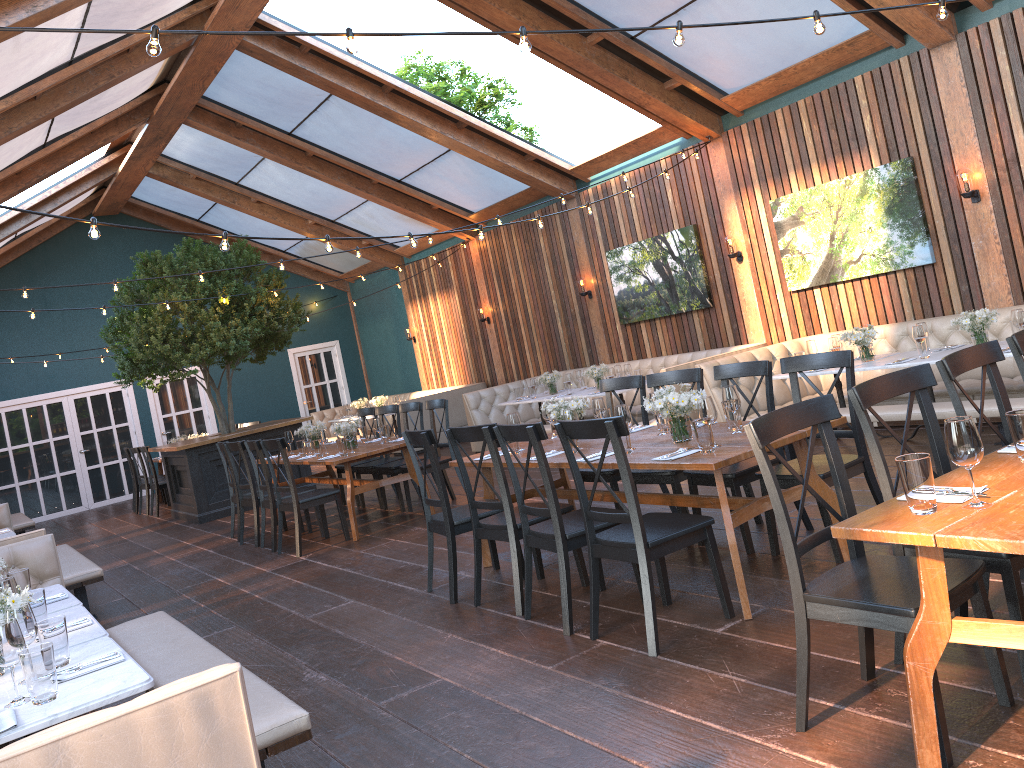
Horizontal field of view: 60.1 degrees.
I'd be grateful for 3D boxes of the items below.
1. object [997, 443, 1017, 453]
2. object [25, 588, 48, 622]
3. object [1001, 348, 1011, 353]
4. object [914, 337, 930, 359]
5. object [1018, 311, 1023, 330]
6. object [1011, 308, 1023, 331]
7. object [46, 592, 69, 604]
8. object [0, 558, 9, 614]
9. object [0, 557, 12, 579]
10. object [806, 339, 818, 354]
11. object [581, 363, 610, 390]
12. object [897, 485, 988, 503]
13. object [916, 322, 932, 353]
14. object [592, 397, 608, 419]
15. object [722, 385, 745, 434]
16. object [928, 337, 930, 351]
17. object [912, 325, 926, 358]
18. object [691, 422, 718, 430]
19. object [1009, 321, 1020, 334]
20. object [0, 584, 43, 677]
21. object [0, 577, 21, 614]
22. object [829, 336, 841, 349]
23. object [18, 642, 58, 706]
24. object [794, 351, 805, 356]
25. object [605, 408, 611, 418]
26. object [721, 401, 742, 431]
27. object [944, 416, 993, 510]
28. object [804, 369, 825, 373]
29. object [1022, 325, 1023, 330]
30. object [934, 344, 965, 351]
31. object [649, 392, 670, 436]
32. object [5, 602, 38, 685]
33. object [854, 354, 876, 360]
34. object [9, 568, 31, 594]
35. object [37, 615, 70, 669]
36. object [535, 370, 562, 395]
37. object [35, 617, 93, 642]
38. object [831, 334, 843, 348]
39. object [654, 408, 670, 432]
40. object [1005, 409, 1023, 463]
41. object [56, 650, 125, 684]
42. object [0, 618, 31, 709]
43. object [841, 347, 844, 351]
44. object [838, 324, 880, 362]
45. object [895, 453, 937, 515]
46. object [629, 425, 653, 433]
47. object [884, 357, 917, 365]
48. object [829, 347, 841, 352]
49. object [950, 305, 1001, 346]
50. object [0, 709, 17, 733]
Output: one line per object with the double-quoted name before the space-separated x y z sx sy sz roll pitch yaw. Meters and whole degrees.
"object" 1.750 0.201 2.903 0.158 0.019 0.253 -13 3 -33
"object" -1.931 0.919 3.585 0.091 0.158 0.092 -12 0 43
"object" 3.409 -0.238 6.097 0.256 0.019 0.156 -13 3 -33
"object" 3.091 -0.270 6.656 0.091 0.158 0.092 -12 0 43
"object" 3.549 -0.382 6.096 0.092 0.245 0.092 -12 -1 9
"object" 3.657 -0.417 6.366 0.092 0.245 0.092 -12 -1 9
"object" -2.220 1.023 4.147 0.256 0.019 0.156 -13 3 -33
"object" -2.406 0.947 4.152 0.092 0.245 0.092 -12 -1 15
"object" -2.329 0.915 3.793 0.330 0.310 0.335 -12 1 -11
"object" 2.593 -0.257 7.618 0.092 0.245 0.092 -12 -1 15
"object" 0.997 -0.087 10.284 0.337 0.310 0.328 -12 1 -16
"object" 1.271 0.316 2.577 0.158 0.019 0.253 -13 3 -33
"object" 3.255 -0.364 6.993 0.092 0.245 0.092 -12 -1 9
"object" 0.556 0.209 5.501 0.092 0.245 0.092 -12 -1 9
"object" 1.144 0.131 4.570 0.092 0.245 0.092 -12 -1 9
"object" 3.301 -0.335 7.095 0.091 0.158 0.092 -12 0 43
"object" 3.120 -0.325 6.759 0.092 0.245 0.092 -12 -1 9
"object" 1.042 0.243 5.084 0.256 0.019 0.156 -13 3 -33
"object" 3.702 -0.388 6.468 0.091 0.158 0.092 -12 0 43
"object" -1.802 0.843 3.008 0.334 0.310 0.331 -11 1 31
"object" -1.977 0.890 3.484 0.092 0.245 0.092 -12 -1 9
"object" 2.712 -0.272 7.409 0.092 0.245 0.092 -12 -1 15
"object" -1.384 0.853 2.599 0.091 0.158 0.092 -12 0 43
"object" 2.502 -0.196 7.655 0.091 0.158 0.092 -12 0 43
"object" 0.593 0.239 5.618 0.092 0.158 0.091 -12 0 -7
"object" 1.168 0.165 4.677 0.092 0.158 0.091 -12 0 -7
"object" 1.243 0.214 2.414 0.092 0.245 0.092 -12 -1 9
"object" 2.573 -0.128 7.410 0.256 0.019 0.156 -13 3 -33
"object" 3.520 -0.328 5.992 0.091 0.158 0.092 -12 0 43
"object" 3.440 -0.287 6.988 0.256 0.019 0.156 -13 3 -33
"object" 0.845 0.169 5.081 0.092 0.245 0.092 -12 -1 9
"object" -1.575 0.836 2.857 0.092 0.245 0.092 -12 -1 9
"object" 3.011 -0.231 7.656 0.256 0.019 0.156 -13 3 -33
"object" -2.360 0.976 4.254 0.091 0.158 0.092 -12 0 43
"object" -1.529 0.866 2.959 0.091 0.158 0.092 -12 0 43
"object" 0.482 -0.019 11.085 0.337 0.310 0.327 -12 1 -21
"object" -1.792 0.966 3.478 0.256 0.019 0.156 -13 3 -33
"object" 2.826 -0.307 7.662 0.092 0.245 0.092 -12 -1 15
"object" 0.883 0.199 5.195 0.092 0.158 0.091 -12 0 -7
"object" 1.615 0.164 2.775 0.092 0.158 0.091 -12 0 -7
"object" -1.390 0.913 2.852 0.256 0.019 0.156 -13 3 -33
"object" -1.493 0.830 2.637 0.092 0.245 0.092 -12 -1 9
"object" 2.872 -0.278 7.764 0.091 0.158 0.092 -12 0 43
"object" 2.898 -0.338 7.299 0.330 0.310 0.335 -12 1 -11
"object" 1.130 0.279 2.460 0.092 0.158 0.091 -12 0 -7
"object" 0.747 0.283 5.514 0.256 0.019 0.156 -13 3 -33
"object" 2.980 -0.181 6.760 0.256 0.019 0.156 -13 3 -33
"object" 2.684 -0.217 7.306 0.091 0.158 0.092 -12 0 43
"object" 3.425 -0.410 6.515 0.334 0.310 0.331 -11 1 31
"object" -1.474 0.949 2.469 0.158 0.019 0.253 -13 3 -33
